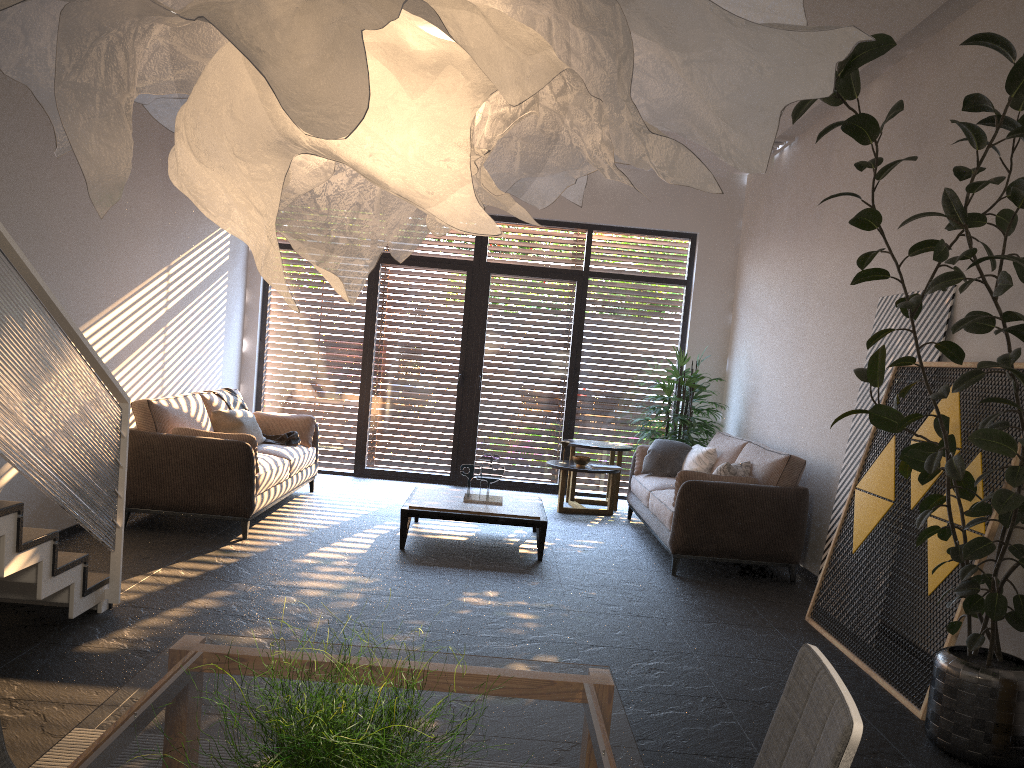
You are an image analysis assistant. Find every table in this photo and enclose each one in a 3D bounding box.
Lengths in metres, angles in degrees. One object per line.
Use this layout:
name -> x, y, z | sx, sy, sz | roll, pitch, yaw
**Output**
table -> -0.288, 1.003, 1.211 | 0.997, 0.717, 1.794 | 5, 2, -1
table -> -0.285, 1.050, 6.846 | 1.049, 0.308, 1.112 | 5, 2, -1

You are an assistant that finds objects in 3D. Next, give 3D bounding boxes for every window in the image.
window -> -0.426, -0.385, 9.670 | 4.942, 3.041, 0.457 | 5, 5, -1

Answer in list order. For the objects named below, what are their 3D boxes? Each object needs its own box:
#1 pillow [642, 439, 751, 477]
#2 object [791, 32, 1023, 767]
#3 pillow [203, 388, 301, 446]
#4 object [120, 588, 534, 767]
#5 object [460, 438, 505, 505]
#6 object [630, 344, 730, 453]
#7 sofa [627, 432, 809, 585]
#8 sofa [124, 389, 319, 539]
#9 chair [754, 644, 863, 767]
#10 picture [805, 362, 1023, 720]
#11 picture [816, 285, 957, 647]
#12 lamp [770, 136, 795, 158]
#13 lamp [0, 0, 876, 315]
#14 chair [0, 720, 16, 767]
pillow -> 1.501, 0.702, 7.336 | 0.618, 0.344, 1.887 | 5, 2, -1
object -> 1.868, -0.113, 3.426 | 0.908, 3.213, 2.001 | 3, 4, -23
pillow -> -2.460, 0.406, 7.725 | 0.953, 0.711, 1.017 | 6, 3, 23
object -> -0.227, 0.482, 1.179 | 0.531, 0.369, 0.665 | 5, 2, -6
object -> -0.839, -1.285, 2.474 | 0.365, 4.491, 8.885 | 6, 2, 11
object -> 1.664, 0.455, 8.901 | 0.979, 1.730, 0.909 | 2, 5, -36
sofa -> 1.612, 0.899, 7.316 | 0.993, 0.923, 2.313 | 5, 2, -1
sofa -> -2.285, 0.556, 7.244 | 0.993, 0.923, 2.313 | 5, 2, -1
chair -> 0.231, 0.937, 1.595 | 0.601, 0.923, 0.473 | 6, 4, 9
picture -> 2.045, 0.673, 4.564 | 0.386, 1.611, 1.492 | 5, 3, -1
picture -> 2.189, 0.452, 5.306 | 0.207, 2.027, 0.954 | 5, 4, -1
lamp -> 2.332, -2.166, 8.013 | 0.253, 0.066, 0.643 | 5, 2, -1
lamp -> 0.033, -2.677, 0.922 | 1.116, 5.234, 1.058 | 6, 5, 10
chair -> -0.867, 0.839, 1.588 | 0.601, 0.923, 0.473 | 5, 4, 2
